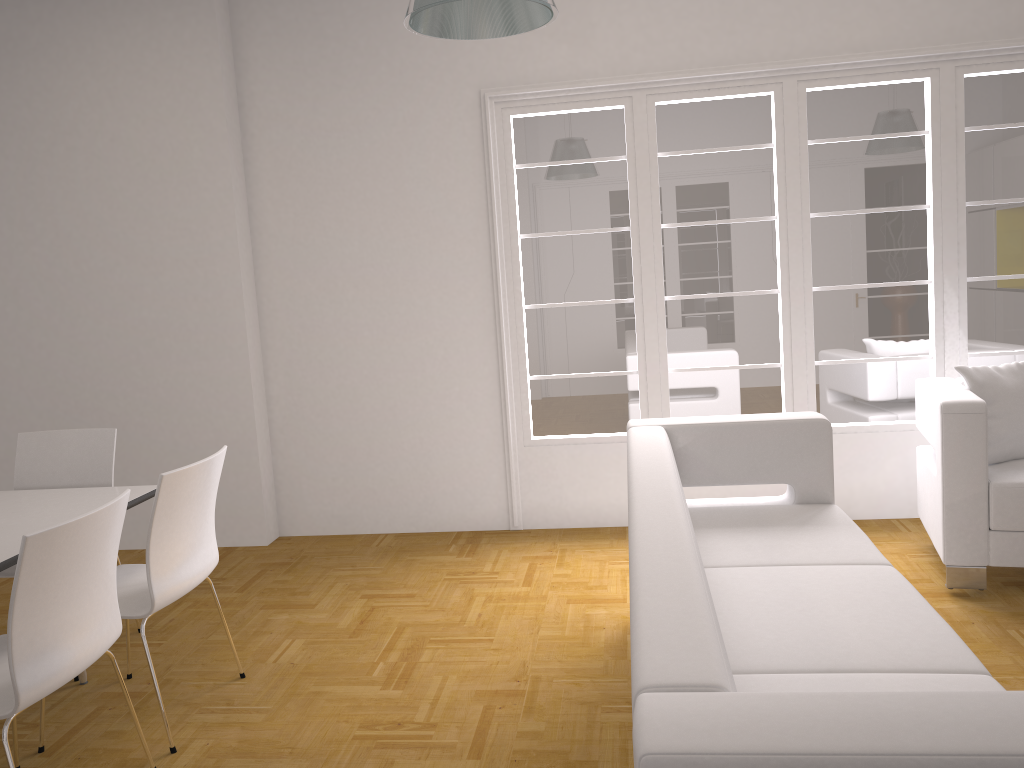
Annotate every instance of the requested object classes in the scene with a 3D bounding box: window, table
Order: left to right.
[{"bbox_3d":[-2.160,0.961,2.601,1.210,0.720,2.417,-3,7,8],"label":"table"},{"bbox_3d":[1.572,-0.486,4.924,3.349,2.523,0.196,-3,6,8],"label":"window"}]

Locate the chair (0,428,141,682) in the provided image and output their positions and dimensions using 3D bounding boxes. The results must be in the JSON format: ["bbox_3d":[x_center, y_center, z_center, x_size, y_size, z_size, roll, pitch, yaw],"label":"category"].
[{"bbox_3d":[-1.997,0.702,3.793,0.561,0.929,0.577,-3,6,8],"label":"chair"}]

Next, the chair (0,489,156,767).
[{"bbox_3d":[-1.391,0.819,2.519,0.575,0.929,0.562,-3,6,8],"label":"chair"}]

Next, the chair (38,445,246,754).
[{"bbox_3d":[-1.309,0.733,3.170,0.575,0.929,0.562,-3,6,8],"label":"chair"}]

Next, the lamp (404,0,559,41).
[{"bbox_3d":[-0.134,-1.710,2.596,0.464,1.247,0.465,-3,6,7],"label":"lamp"}]

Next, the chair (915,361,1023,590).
[{"bbox_3d":[2.458,0.364,3.966,1.096,0.909,0.803,-2,7,17],"label":"chair"}]

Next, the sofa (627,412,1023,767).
[{"bbox_3d":[0.755,0.710,2.452,0.822,0.847,2.629,-3,7,8],"label":"sofa"}]
